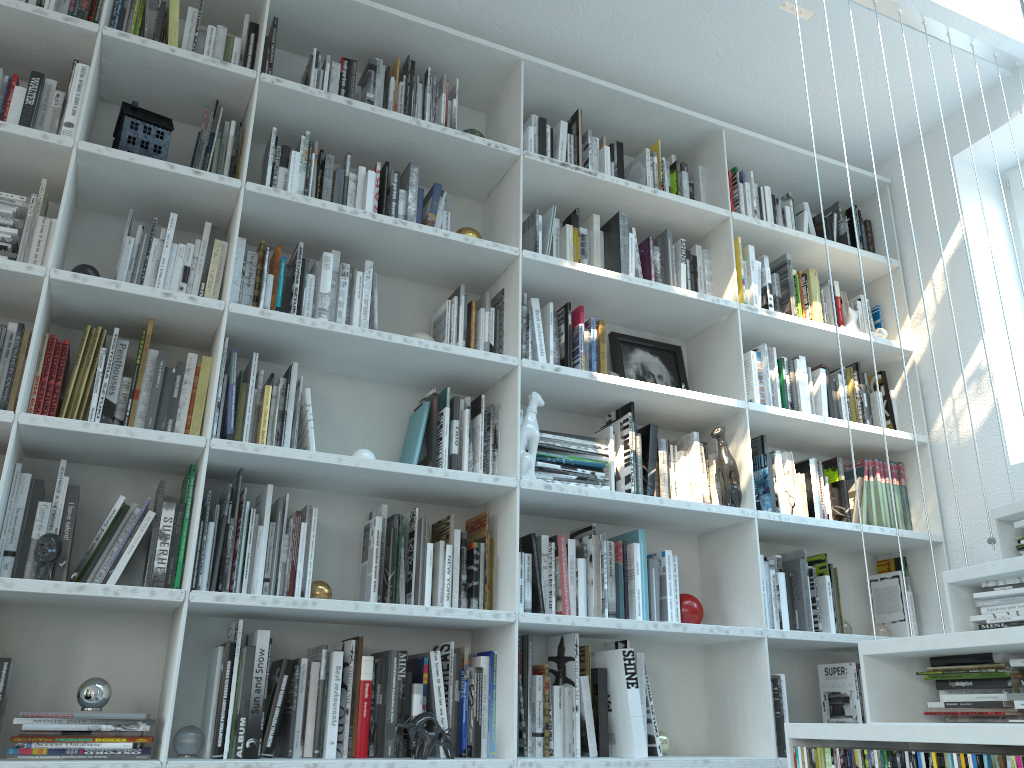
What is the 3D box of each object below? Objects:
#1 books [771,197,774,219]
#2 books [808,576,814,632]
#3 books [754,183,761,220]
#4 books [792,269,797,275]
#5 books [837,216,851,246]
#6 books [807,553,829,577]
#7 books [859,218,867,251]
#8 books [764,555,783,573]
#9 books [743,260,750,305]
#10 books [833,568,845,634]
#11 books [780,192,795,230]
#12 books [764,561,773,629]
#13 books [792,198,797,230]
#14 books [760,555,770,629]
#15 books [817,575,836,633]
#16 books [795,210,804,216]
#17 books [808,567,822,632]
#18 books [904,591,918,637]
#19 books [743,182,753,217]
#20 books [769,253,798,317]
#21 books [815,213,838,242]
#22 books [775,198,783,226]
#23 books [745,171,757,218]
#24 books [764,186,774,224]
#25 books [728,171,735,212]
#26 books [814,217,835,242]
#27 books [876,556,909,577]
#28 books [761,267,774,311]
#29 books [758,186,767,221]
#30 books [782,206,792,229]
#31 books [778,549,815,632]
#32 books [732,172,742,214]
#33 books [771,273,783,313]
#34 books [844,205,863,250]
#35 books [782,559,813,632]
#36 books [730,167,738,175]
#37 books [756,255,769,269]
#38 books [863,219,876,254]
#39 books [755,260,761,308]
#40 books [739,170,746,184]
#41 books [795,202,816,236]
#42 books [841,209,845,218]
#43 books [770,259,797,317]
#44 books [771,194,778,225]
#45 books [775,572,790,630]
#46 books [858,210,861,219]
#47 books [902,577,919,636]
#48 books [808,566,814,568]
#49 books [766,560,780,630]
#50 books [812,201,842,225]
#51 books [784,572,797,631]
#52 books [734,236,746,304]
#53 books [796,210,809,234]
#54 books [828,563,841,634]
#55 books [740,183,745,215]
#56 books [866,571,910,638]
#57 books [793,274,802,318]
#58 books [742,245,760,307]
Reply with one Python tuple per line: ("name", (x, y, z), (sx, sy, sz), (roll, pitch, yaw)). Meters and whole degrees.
("books", (0.997, -0.619, 3.557), (0.011, 0.235, 0.149), (10, -22, -23))
("books", (0.961, 0.771, 3.045), (0.027, 0.200, 0.164), (10, -22, -23))
("books", (0.931, -0.646, 3.541), (0.027, 0.274, 0.149), (10, -22, -23))
("books", (1.040, -0.297, 3.380), (0.022, 0.241, 0.145), (10, -22, -23))
("books", (1.329, -0.556, 3.682), (0.012, 0.215, 0.193), (10, -22, -23))
("books", (1.050, 0.744, 3.088), (0.011, 0.283, 0.161), (10, -22, -23))
("books", (1.423, -0.548, 3.742), (0.014, 0.247, 0.185), (10, -22, -23))
("books", (0.876, 0.727, 3.024), (0.024, 0.266, 0.133), (10, -22, -23))
("books", (0.805, -0.328, 3.257), (0.024, 0.204, 0.166), (10, -22, -23))
("books", (1.089, 0.775, 3.105), (0.013, 0.239, 0.166), (10, -22, -23))
("books", (1.094, -0.619, 3.620), (0.012, 0.284, 0.160), (10, -22, -23))
("books", (0.808, 0.724, 2.974), (0.037, 0.235, 0.153), (10, -22, -23))
("books", (1.108, -0.609, 3.617), (0.015, 0.262, 0.143), (10, -22, -23))
("books", (0.784, 0.709, 2.959), (0.024, 0.251, 0.176), (10, -22, -23))
("books", (1.039, 0.776, 3.061), (0.021, 0.204, 0.175), (10, -22, -23))
("books", (1.166, -0.581, 3.648), (0.010, 0.234, 0.132), (10, -22, -23))
("books", (0.994, 0.761, 3.058), (0.014, 0.229, 0.173), (10, -22, -23))
("books", (1.392, 0.855, 3.222), (0.028, 0.180, 0.167), (10, -22, -23))
("books", (0.879, -0.645, 3.502), (0.023, 0.243, 0.183), (10, -22, -23))
("books", (1.012, -0.331, 3.367), (0.022, 0.295, 0.152), (10, -22, -23))
("books", (1.285, -0.571, 3.688), (0.068, 0.246, 0.161), (10, -22, -23))
("books", (1.037, -0.611, 3.576), (0.025, 0.236, 0.144), (10, -22, -23))
("books", (0.905, -0.669, 3.525), (0.012, 0.305, 0.185), (10, -22, -23))
("books", (0.978, -0.634, 3.555), (0.029, 0.263, 0.179), (10, -22, -23))
("books", (0.820, -0.675, 3.485), (0.013, 0.285, 0.151), (10, -22, -23))
("books", (1.250, -0.558, 3.647), (0.024, 0.192, 0.187), (10, -22, -23))
("books", (1.422, 0.805, 3.276), (0.013, 0.314, 0.130), (10, -22, -23))
("books", (0.895, -0.307, 3.291), (0.024, 0.193, 0.190), (10, -22, -23))
("books", (0.955, -0.636, 3.544), (0.022, 0.258, 0.163), (10, -22, -23))
("books", (1.071, -0.590, 3.590), (0.026, 0.207, 0.163), (10, -22, -23))
("books", (0.980, 0.730, 3.069), (0.013, 0.296, 0.141), (10, -22, -23))
("books", (0.837, -0.669, 3.476), (0.012, 0.268, 0.185), (10, -22, -23))
("books", (0.963, -0.295, 3.346), (0.025, 0.210, 0.135), (10, -22, -23))
("books", (1.386, -0.580, 3.715), (0.014, 0.285, 0.190), (10, -22, -23))
("books", (0.936, 0.733, 3.013), (0.027, 0.247, 0.184), (10, -22, -23))
("books", (0.857, -0.684, 3.522), (0.014, 0.330, 0.143), (10, -22, -23))
("books", (0.910, -0.331, 3.325), (0.023, 0.262, 0.158), (10, -22, -23))
("books", (1.446, -0.544, 3.737), (0.025, 0.236, 0.188), (10, -22, -23))
("books", (0.860, -0.325, 3.287), (0.049, 0.223, 0.162), (10, -22, -23))
("books", (0.889, -0.676, 3.537), (0.012, 0.325, 0.152), (10, -22, -23))
("books", (1.198, -0.596, 3.665), (0.069, 0.276, 0.132), (10, -22, -23))
("books", (1.361, -0.575, 3.737), (0.012, 0.291, 0.140), (10, -22, -23))
("books", (0.993, -0.316, 3.347), (0.023, 0.252, 0.190), (10, -22, -23))
("books", (1.010, -0.618, 3.575), (0.027, 0.248, 0.155), (10, -22, -23))
("books", (0.859, 0.747, 2.986), (0.029, 0.200, 0.173), (10, -22, -23))
("books", (1.452, -0.570, 3.785), (0.014, 0.317, 0.144), (10, -22, -23))
("books", (1.409, 0.836, 3.249), (0.022, 0.236, 0.152), (10, -22, -23))
("books", (1.006, 0.764, 3.082), (0.027, 0.241, 0.132), (10, -22, -23))
("books", (0.834, 0.726, 2.988), (0.022, 0.241, 0.152), (10, -22, -23))
("books", (1.332, -0.592, 3.723), (0.014, 0.312, 0.162), (10, -22, -23))
("books", (0.901, 0.756, 3.018), (0.025, 0.207, 0.149), (10, -22, -23))
("books", (0.790, -0.372, 3.265), (0.010, 0.293, 0.183), (10, -22, -23))
("books", (1.141, -0.580, 3.619), (0.057, 0.211, 0.163), (10, -22, -23))
("books", (1.076, 0.768, 3.106), (0.012, 0.253, 0.161), (10, -22, -23))
("books", (0.850, -0.646, 3.479), (0.022, 0.228, 0.175), (10, -22, -23))
("books", (1.371, 0.820, 3.233), (0.012, 0.253, 0.161), (10, -22, -23))
("books", (1.026, -0.285, 3.362), (0.014, 0.205, 0.184), (10, -22, -23))
("books", (0.831, -0.353, 3.269), (0.026, 0.262, 0.190), (10, -22, -23))
